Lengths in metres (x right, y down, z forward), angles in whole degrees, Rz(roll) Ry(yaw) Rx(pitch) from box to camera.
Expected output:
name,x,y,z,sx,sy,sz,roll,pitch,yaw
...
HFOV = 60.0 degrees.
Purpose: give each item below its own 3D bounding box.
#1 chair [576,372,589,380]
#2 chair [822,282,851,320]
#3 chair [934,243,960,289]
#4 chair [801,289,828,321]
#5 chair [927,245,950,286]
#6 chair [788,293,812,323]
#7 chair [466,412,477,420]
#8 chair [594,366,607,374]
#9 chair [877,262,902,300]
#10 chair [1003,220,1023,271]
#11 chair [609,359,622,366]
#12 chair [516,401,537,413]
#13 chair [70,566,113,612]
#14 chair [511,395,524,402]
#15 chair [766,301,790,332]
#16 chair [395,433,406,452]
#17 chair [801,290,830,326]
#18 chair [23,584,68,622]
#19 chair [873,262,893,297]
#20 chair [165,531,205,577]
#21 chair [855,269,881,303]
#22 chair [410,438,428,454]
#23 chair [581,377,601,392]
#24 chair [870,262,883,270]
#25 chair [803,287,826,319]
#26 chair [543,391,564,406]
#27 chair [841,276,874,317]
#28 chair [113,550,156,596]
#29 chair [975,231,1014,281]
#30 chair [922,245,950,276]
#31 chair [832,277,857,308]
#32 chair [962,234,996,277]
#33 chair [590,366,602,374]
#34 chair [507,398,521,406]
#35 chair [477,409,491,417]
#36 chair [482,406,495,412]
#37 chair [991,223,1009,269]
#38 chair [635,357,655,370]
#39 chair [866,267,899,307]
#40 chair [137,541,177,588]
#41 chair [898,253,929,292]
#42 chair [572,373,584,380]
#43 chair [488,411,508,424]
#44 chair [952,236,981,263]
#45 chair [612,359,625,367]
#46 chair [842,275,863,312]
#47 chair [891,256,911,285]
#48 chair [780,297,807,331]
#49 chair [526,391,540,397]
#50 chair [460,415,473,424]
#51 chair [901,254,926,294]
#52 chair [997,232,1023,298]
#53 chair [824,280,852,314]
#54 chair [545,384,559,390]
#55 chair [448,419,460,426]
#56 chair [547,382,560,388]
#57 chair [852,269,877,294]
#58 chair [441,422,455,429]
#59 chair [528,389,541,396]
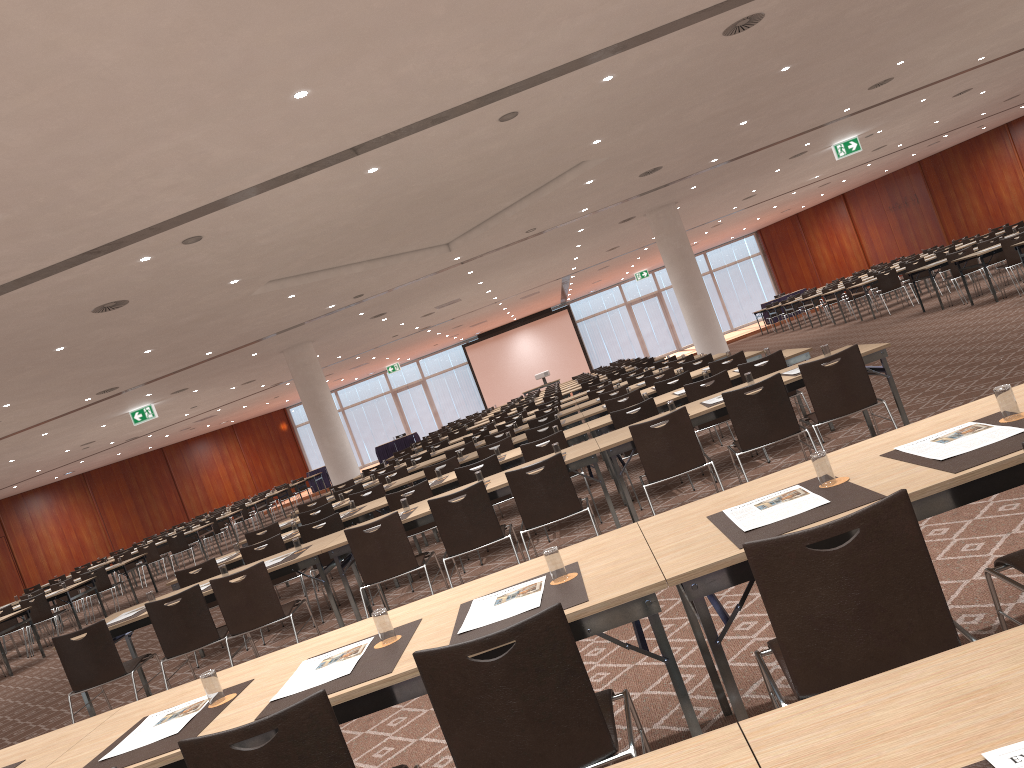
name,x,y,z,sx,sy,sz,roll,pitch,yaw
chair,2.377,0.142,28.016,0.536,0.939,0.613,-20,1,5
chair,9.227,-2.391,25.456,0.536,0.939,0.613,-20,1,4
chair,10.528,-2.856,21.368,0.536,0.939,0.613,-20,1,2
chair,9.324,-2.436,27.593,0.536,0.939,0.613,-20,1,5
chair,11.229,-3.125,23.327,0.536,0.939,0.613,-20,1,5
chair,9.490,-2.506,29.526,0.536,0.939,0.613,-20,1,1
chair,-1.204,1.462,30.246,0.536,0.939,0.613,-20,1,4
chair,2.934,-0.064,27.904,0.536,0.939,0.613,-20,1,4
chair,10.811,-2.979,25.496,0.536,0.939,0.613,-20,1,5
chair,11.005,-3.025,19.335,0.536,0.939,0.613,-20,1,2
chair,3.638,-0.334,29.862,0.536,0.939,0.613,-20,1,6
chair,0.461,0.888,20.127,0.536,0.939,0.613,-20,1,3
chair,-9.838,4.711,20.655,0.536,0.939,0.613,-20,1,5
chair,0.331,0.893,30.106,0.536,0.939,0.613,-20,1,4
chair,8.767,-2.237,29.491,0.536,0.939,0.613,-20,1,6
chair,-4.257,2.440,34.823,0.536,0.939,0.613,-20,1,6
chair,8.680,-2.188,25.631,0.536,0.939,0.613,-20,1,2
chair,-10.963,5.128,20.726,0.536,0.939,0.613,-20,1,6
chair,11.438,-3.220,27.319,0.536,0.939,0.613,-20,1,3
chair,-7.617,3.886,20.596,0.536,0.939,0.613,-20,1,2
chair,10.906,-3.023,27.434,0.536,0.939,0.613,-20,1,2
chair,-2.172,1.856,22.254,0.536,0.939,0.613,-20,1,4
chair,1.896,0.356,19.994,0.536,0.939,0.613,-20,1,1
chair,12.135,-3.487,29.278,0.536,0.939,0.613,-20,1,3
chair,10.041,-2.711,29.551,0.536,0.939,0.613,-20,1,5
chair,1.061,0.666,20.012,0.536,0.939,0.613,-20,1,4
chair,9.078,-2.327,23.544,0.535,0.939,0.613,-20,1,1
chair,-8.880,4.354,20.735,0.536,0.939,0.613,-20,1,6
chair,10.477,-2.829,19.509,0.536,0.939,0.613,-20,1,3
chair,12.002,-3.421,25.280,0.536,0.939,0.613,-20,1,5
chair,10.893,-3.026,29.356,0.535,0.939,0.613,-20,1,1
chair,11.185,-3.101,21.467,0.536,0.939,0.613,-20,1,5
chair,2.986,-0.093,29.980,0.536,0.939,0.613,-20,1,2
chair,0.216,0.944,28.153,0.536,0.939,0.613,-20,1,6
chair,-0.730,1.295,28.171,0.536,0.939,0.613,-20,1,6
chair,-0.665,1.263,30.135,0.536,0.939,0.613,-20,1,1
chair,11.782,-3.322,21.289,0.536,0.939,0.613,-20,1,3
chair,3.120,-0.099,19.958,0.536,0.939,0.613,-20,1,6
chair,9.675,-2.548,23.425,0.535,0.939,0.613,-20,1,1
chair,-8.257,4.124,20.555,0.536,0.939,0.613,-20,1,2
chair,11.423,-3.206,25.398,0.536,0.939,0.613,-20,1,1
chair,2.371,0.136,29.942,0.536,0.939,0.613,-20,1,2
chair,-0.159,1.118,20.124,0.536,0.939,0.613,-20,1,4
chair,11.901,-3.375,23.425,0.536,0.939,0.613,-20,1,2
chair,3.488,-0.270,27.904,0.536,0.939,0.613,-20,1,3
chair,9.789,-2.600,25.502,0.535,0.939,0.613,-20,1,1
chair,12.014,-3.434,27.423,0.536,0.939,0.613,-20,1,5
chair,8.682,-2.198,27.575,0.536,0.939,0.613,-20,1,6
chair,0.820,0.720,28.073,0.536,0.939,0.613,-20,1,6
chair,-1.276,1.498,28.170,0.536,0.939,0.613,-20,1,2
chair,10.650,-2.910,23.445,0.536,0.939,0.613,-20,1,5
chair,8.096,-1.921,14.094,0.536,0.939,0.613,-20,1,5
chair,9.996,-2.685,27.410,0.536,0.939,0.613,-20,1,2
chair,1.426,0.495,27.999,0.536,0.939,0.613,-20,1,6
chair,-1.809,1.687,30.242,0.536,0.939,0.613,-20,1,6
chair,1.540,0.444,30.072,0.536,0.939,0.613,-20,1,6
chair,11.570,-3.278,29.395,0.535,0.939,0.613,-20,1,1
chair,-1.877,1.721,28.286,0.535,0.939,0.613,-20,1,1
chair,0.906,0.680,30.035,0.536,0.939,0.613,-20,1,2
